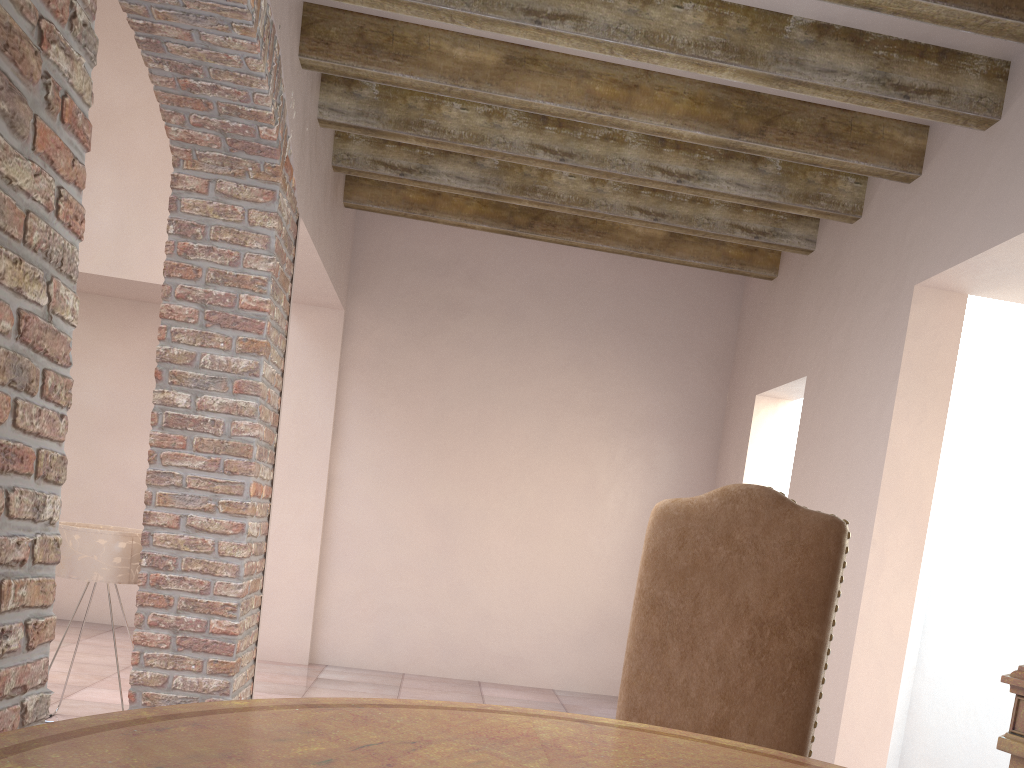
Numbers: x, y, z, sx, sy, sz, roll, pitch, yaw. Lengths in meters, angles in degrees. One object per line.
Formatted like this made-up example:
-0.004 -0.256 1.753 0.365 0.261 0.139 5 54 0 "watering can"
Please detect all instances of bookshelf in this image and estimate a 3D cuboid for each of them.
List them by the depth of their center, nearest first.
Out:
1.505 0.496 1.408 0.493 2.012 1.996 7 -1 -4 "bookshelf"

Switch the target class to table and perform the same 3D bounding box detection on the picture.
0.037 0.862 0.969 1.566 0.749 1.479 11 -7 -30 "table"

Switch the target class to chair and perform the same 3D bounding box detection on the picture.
0.327 0.799 1.968 0.528 1.260 0.653 10 4 35 "chair"

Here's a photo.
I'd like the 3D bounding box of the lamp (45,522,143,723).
-1.714 1.014 3.758 0.415 0.860 0.377 7 3 -5 "lamp"
